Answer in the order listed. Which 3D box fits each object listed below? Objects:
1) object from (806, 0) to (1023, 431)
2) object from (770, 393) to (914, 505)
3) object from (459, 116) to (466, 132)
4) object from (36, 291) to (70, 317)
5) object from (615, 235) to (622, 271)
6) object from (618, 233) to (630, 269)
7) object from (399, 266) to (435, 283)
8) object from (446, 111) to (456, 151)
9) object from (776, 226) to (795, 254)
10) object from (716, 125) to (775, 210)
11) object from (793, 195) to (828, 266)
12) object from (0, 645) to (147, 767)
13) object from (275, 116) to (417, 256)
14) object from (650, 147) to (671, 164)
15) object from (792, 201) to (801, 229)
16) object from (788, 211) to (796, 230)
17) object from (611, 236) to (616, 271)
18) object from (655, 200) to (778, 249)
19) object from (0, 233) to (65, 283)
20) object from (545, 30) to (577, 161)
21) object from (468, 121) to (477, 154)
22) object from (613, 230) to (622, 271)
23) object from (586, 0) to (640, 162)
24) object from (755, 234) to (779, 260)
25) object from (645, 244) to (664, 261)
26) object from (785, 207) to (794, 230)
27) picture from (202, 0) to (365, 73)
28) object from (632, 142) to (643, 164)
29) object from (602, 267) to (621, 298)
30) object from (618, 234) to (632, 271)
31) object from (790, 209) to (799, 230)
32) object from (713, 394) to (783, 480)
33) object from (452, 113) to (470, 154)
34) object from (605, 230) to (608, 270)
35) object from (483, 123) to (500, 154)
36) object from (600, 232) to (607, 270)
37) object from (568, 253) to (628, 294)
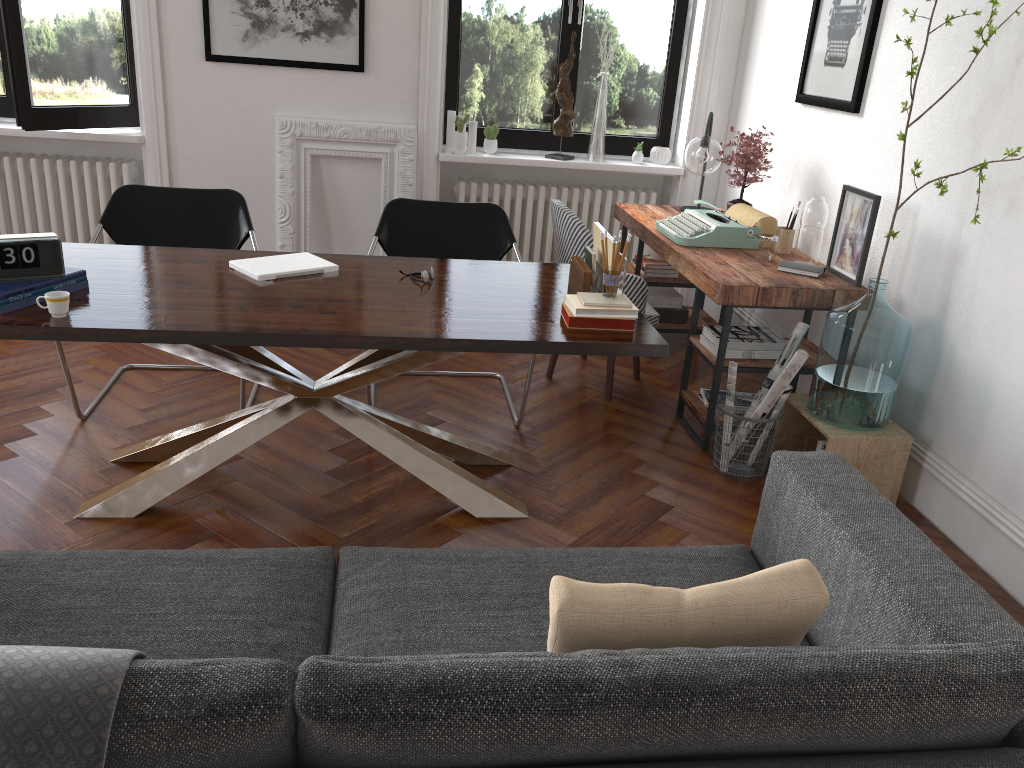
[{"bbox_3d":[1.502,-0.767,3.008,0.353,2.074,0.802,-7,25,-26],"label":"object"},{"bbox_3d":[1.319,0.269,3.604,0.341,0.319,0.431,1,22,-8],"label":"object"},{"bbox_3d":[-0.312,-1.546,5.486,0.051,0.215,0.051,15,24,24],"label":"object"},{"bbox_3d":[-1.313,-0.229,2.552,0.082,0.065,0.064,9,22,11],"label":"object"},{"bbox_3d":[0.336,-0.385,2.843,0.008,0.196,0.036,6,22,3],"label":"object"},{"bbox_3d":[0.354,-0.394,2.871,0.038,0.196,0.008,11,23,16],"label":"object"},{"bbox_3d":[-0.327,-0.407,3.235,0.114,0.048,0.132,-16,30,-42],"label":"object"},{"bbox_3d":[-0.379,-1.566,5.490,0.051,0.240,0.051,15,24,24],"label":"object"},{"bbox_3d":[1.279,-0.676,4.171,0.058,0.114,0.075,1,22,-8],"label":"object"},{"bbox_3d":[1.215,-1.097,4.650,0.289,0.533,0.307,20,27,33],"label":"object"},{"bbox_3d":[1.326,-0.680,3.925,0.111,0.304,0.111,16,25,25],"label":"object"},{"bbox_3d":[-0.882,0.570,1.091,0.752,0.390,0.397,1,22,-8],"label":"object"},{"bbox_3d":[-1.001,-1.024,5.349,0.830,1.070,0.232,1,22,-8],"label":"object"},{"bbox_3d":[0.959,-1.478,5.734,0.134,0.098,0.132,-12,27,-36],"label":"object"},{"bbox_3d":[1.313,-0.736,4.147,0.028,0.241,0.023,0,23,-11],"label":"object"},{"bbox_3d":[1.303,-0.725,4.166,0.054,0.208,0.008,-4,24,-20],"label":"object"},{"bbox_3d":[0.322,-0.383,2.841,0.008,0.194,0.049,10,23,14],"label":"object"},{"bbox_3d":[0.982,-0.806,4.375,0.484,0.150,0.531,1,22,-10],"label":"object"},{"bbox_3d":[-1.491,-0.374,2.640,0.275,0.126,0.081,-10,26,-33],"label":"object"},{"bbox_3d":[0.327,-1.766,5.443,0.164,0.759,0.142,18,26,30],"label":"object"},{"bbox_3d":[-0.245,-1.524,5.479,0.051,0.189,0.051,15,24,24],"label":"object"},{"bbox_3d":[0.337,-0.403,2.889,0.008,0.197,0.032,19,27,32],"label":"object"},{"bbox_3d":[0.616,-1.890,5.403,0.296,1.062,0.287,2,22,-6],"label":"object"},{"bbox_3d":[1.156,-0.622,4.020,0.093,0.102,0.092,-2,23,-16],"label":"object"},{"bbox_3d":[0.842,-0.763,5.057,0.173,0.110,0.172,15,24,25],"label":"object"},{"bbox_3d":[1.291,-0.728,4.168,0.054,0.208,0.008,-15,29,-40],"label":"object"},{"bbox_3d":[-1.245,-2.431,4.824,0.883,1.333,0.035,1,22,-8],"label":"picture"},{"bbox_3d":[0.801,-1.468,5.625,0.072,0.135,0.071,11,23,15],"label":"object"},{"bbox_3d":[0.322,-0.331,2.892,0.058,0.092,0.058,-4,24,-20],"label":"object"},{"bbox_3d":[0.353,-0.389,2.860,0.044,0.195,0.008,13,24,19],"label":"object"},{"bbox_3d":[1.303,-0.718,4.144,0.008,0.208,0.054,-6,24,-24],"label":"object"},{"bbox_3d":[0.951,0.233,3.642,0.260,0.307,0.259,-16,29,-41],"label":"object"},{"bbox_3d":[-0.314,-1.528,5.400,0.102,0.246,0.097,-8,25,-29],"label":"object"},{"bbox_3d":[0.309,-0.402,2.887,0.008,0.194,0.049,-13,28,-36],"label":"object"},{"bbox_3d":[-0.128,-1.538,5.542,0.097,0.187,0.098,10,23,13],"label":"object"},{"bbox_3d":[0.300,-0.394,2.863,0.049,0.194,0.008,3,22,-4],"label":"object"},{"bbox_3d":[0.300,-0.390,3.150,0.150,0.168,0.226,1,22,-8],"label":"object"}]
